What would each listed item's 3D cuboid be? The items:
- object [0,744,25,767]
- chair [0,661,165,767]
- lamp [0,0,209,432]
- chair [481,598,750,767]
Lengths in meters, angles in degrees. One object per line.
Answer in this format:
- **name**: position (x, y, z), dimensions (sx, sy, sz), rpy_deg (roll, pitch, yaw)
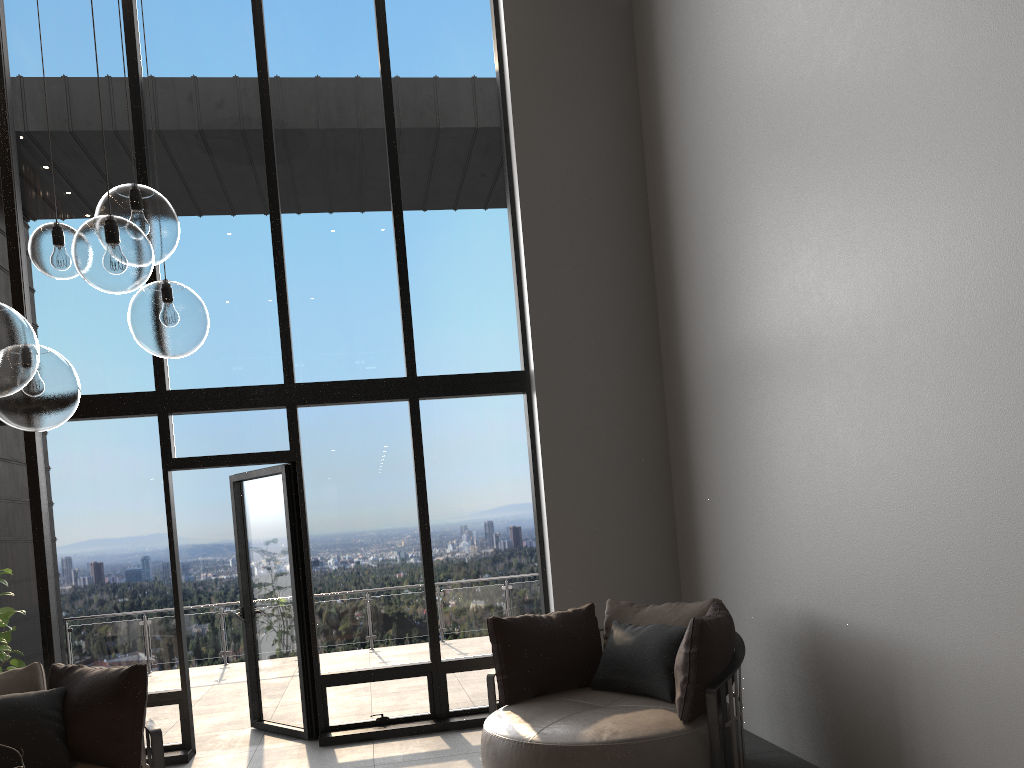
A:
- **object**: position (-1.363, 1.262, 2.381), dimensions (0.540, 0.600, 0.320), rpy_deg (-2, -3, -39)
- **chair**: position (-2.391, 1.804, 3.972), dimensions (1.487, 0.895, 1.452), rpy_deg (-7, -7, 17)
- **lamp**: position (-1.500, -2.177, 2.396), dimensions (1.228, 4.981, 1.236), rpy_deg (-5, 0, -13)
- **chair**: position (0.542, 1.677, 4.747), dimensions (1.445, 0.895, 1.494), rpy_deg (-6, -7, 7)
